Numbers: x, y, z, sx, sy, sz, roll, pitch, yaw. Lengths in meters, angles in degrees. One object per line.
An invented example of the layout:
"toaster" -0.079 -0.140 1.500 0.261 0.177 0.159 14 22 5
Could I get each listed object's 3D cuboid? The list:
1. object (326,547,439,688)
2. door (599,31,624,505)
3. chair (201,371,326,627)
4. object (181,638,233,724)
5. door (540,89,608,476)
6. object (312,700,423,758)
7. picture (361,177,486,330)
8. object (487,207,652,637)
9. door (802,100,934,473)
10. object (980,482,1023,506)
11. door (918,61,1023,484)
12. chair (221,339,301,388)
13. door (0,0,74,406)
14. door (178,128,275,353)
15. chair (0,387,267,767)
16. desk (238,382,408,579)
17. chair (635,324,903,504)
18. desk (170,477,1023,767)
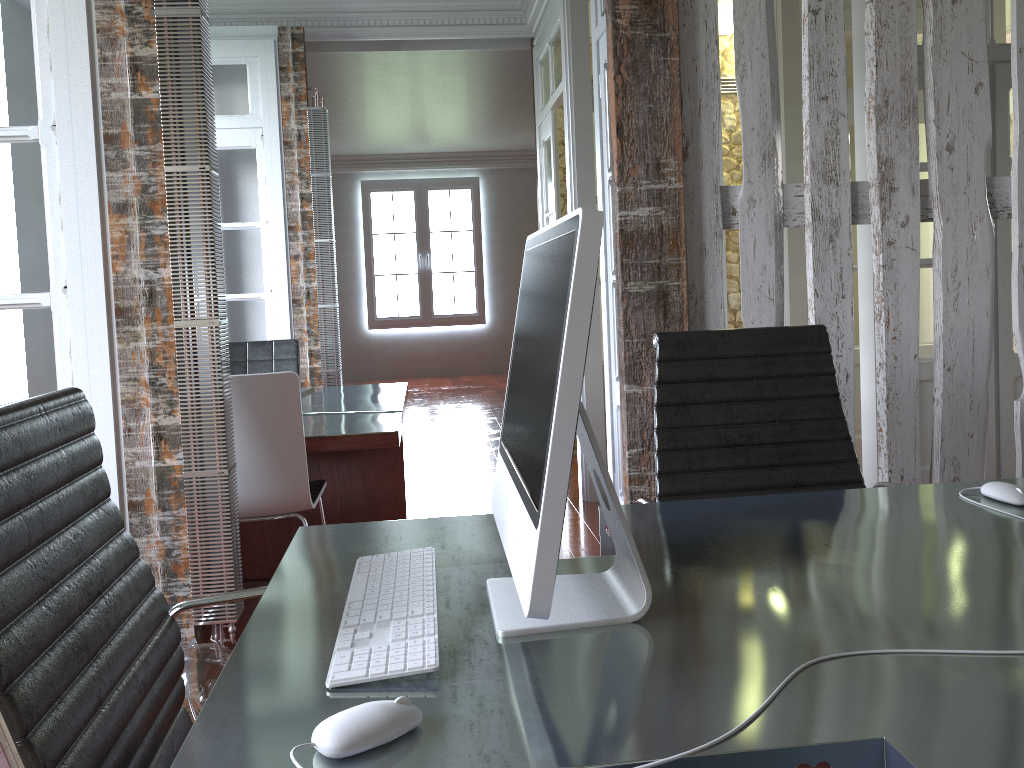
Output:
"object" -0.156 0.283 1.137 0.118 0.017 0.440 -3 6 -5
"door" 0.486 -0.331 3.322 0.041 2.173 1.061 -3 4 -5
"chair" -0.875 0.400 2.987 0.475 0.916 0.603 -3 4 -5
"object" -0.762 0.827 2.200 0.220 0.382 0.235 -4 4 -27
"door" 0.347 -0.520 5.164 0.483 2.176 1.189 -4 4 -31
"object" -0.131 0.310 0.810 0.106 0.028 0.059 -7 7 -36
"picture" -1.180 -1.754 11.863 1.580 1.982 0.127 -3 3 -6
"object" 0.057 0.042 1.121 0.189 0.483 0.485 -3 5 -5
"door" 2.139 -0.528 4.955 1.077 2.080 0.041 -3 3 -6
"object" 0.867 0.189 1.547 0.059 0.028 0.106 -3 6 -7
"door" 2.236 -0.441 4.107 1.077 2.080 0.041 -3 3 -6
"chair" -1.340 0.246 4.620 0.475 0.916 0.603 -3 4 -5
"door" -1.672 -0.123 2.279 1.160 2.175 0.041 -3 3 -6
"door" -1.977 -0.440 5.372 1.160 2.175 0.041 -3 3 -6
"chair" -0.328 0.516 1.186 0.699 1.020 0.668 -3 4 -1
"desk" -1.187 0.442 3.913 1.446 0.652 1.719 -3 6 -5
"chair" 0.570 0.407 1.840 0.666 1.020 0.701 -3 4 -11
"desk" 0.946 0.615 1.070 2.507 0.725 1.305 -3 5 -5
